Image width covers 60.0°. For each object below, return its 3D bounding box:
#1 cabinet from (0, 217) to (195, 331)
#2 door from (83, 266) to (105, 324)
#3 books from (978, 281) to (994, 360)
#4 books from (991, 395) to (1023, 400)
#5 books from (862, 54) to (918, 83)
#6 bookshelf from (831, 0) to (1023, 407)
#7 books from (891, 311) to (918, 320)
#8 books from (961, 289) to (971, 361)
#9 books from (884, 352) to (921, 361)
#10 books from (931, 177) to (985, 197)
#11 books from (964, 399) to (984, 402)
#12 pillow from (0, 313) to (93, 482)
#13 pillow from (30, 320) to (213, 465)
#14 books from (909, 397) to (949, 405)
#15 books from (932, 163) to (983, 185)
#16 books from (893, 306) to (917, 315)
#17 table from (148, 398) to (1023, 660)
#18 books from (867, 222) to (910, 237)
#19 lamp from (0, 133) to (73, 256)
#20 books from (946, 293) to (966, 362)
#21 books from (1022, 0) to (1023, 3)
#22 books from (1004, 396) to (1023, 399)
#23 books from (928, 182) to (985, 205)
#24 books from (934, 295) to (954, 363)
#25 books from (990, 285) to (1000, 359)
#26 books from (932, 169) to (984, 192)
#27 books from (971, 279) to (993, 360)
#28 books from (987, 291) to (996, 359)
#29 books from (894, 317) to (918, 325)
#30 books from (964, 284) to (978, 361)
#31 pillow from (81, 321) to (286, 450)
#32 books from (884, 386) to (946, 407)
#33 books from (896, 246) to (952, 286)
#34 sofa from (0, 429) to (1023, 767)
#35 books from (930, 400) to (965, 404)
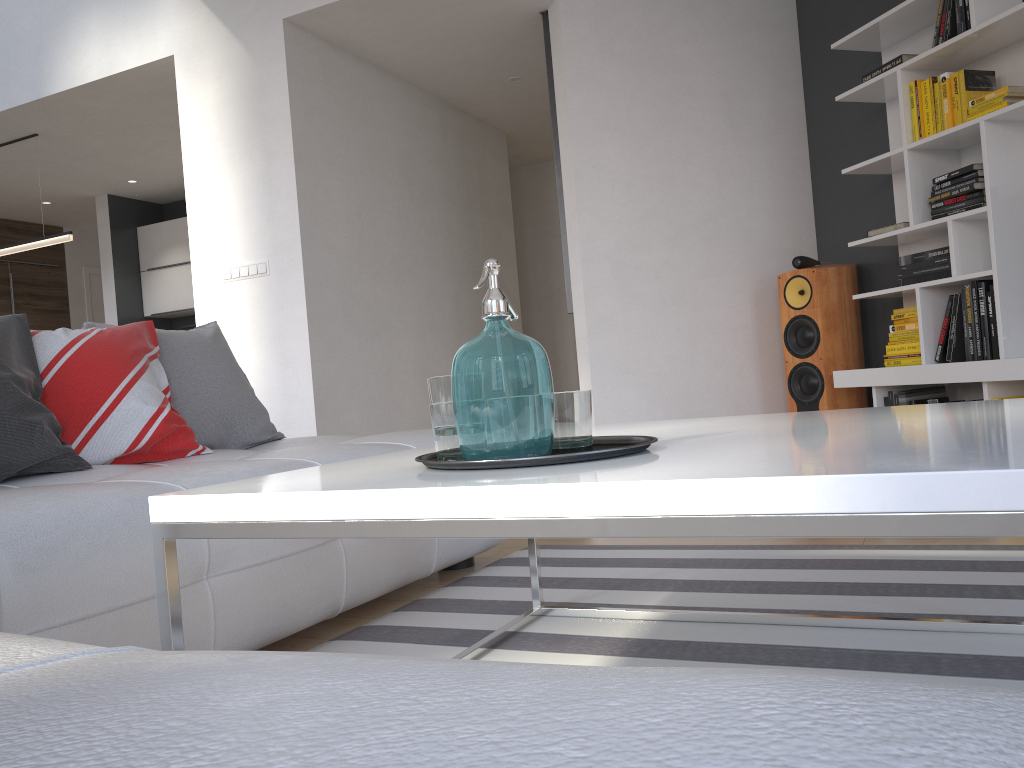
[{"bbox_3d":[-2.769,-0.440,6.634,4.694,2.501,2.402,-5,0,26],"label":"cabinet"},{"bbox_3d":[-4.001,-0.129,9.322,0.085,2.136,0.974,-5,0,26],"label":"door"},{"bbox_3d":[2.013,-0.262,3.620,0.239,0.315,0.034,-5,0,-19],"label":"books"},{"bbox_3d":[1.957,0.184,3.443,0.204,0.270,0.029,-5,0,-19],"label":"books"},{"bbox_3d":[1.756,-1.412,4.003,0.208,0.046,0.268,-5,0,-16],"label":"books"},{"bbox_3d":[2.170,-0.652,2.837,0.455,2.052,3.000,-5,0,-19],"label":"bookshelf"},{"bbox_3d":[1.879,-0.319,4.040,0.171,0.024,0.234,-5,0,-15],"label":"books"},{"bbox_3d":[1.975,-0.250,3.706,0.213,0.301,0.028,-5,0,-19],"label":"books"},{"bbox_3d":[1.878,-0.133,4.048,0.213,0.025,0.269,-5,0,-16],"label":"books"},{"bbox_3d":[1.927,-0.825,3.712,0.189,0.020,0.264,-5,0,-16],"label":"books"},{"bbox_3d":[1.942,0.192,3.661,0.197,0.260,0.066,-5,0,-19],"label":"books"},{"bbox_3d":[-1.626,0.050,1.294,0.608,0.436,2.120,-5,0,22],"label":"pillow"},{"bbox_3d":[-1.489,0.066,1.592,0.575,0.449,2.250,-5,0,23],"label":"pillow"},{"bbox_3d":[1.851,0.197,3.896,0.202,0.268,0.053,-5,0,-19],"label":"books"},{"bbox_3d":[1.917,-0.878,3.704,0.180,0.026,0.246,-5,0,-12],"label":"books"},{"bbox_3d":[1.896,-0.345,4.057,0.171,0.024,0.234,-5,0,-15],"label":"books"},{"bbox_3d":[0.292,0.297,1.353,1.091,0.435,1.091,-5,0,26],"label":"table"},{"bbox_3d":[1.804,-0.705,4.061,0.266,0.030,0.209,-5,0,-26],"label":"books"},{"bbox_3d":[-3.351,-1.275,6.005,0.998,0.756,0.020,-5,0,26],"label":"lamp"},{"bbox_3d":[1.952,-0.245,3.767,0.210,0.289,0.100,-5,0,-20],"label":"books"},{"bbox_3d":[2.056,-1.443,3.197,0.250,0.047,0.310,-5,0,-24],"label":"books"},{"bbox_3d":[1.989,0.181,3.413,0.213,0.271,0.048,-5,0,-19],"label":"books"},{"bbox_3d":[1.926,-0.799,3.710,0.214,0.030,0.284,-5,0,-11],"label":"books"},{"bbox_3d":[1.952,-0.242,3.822,0.232,0.284,0.142,-5,0,-19],"label":"books"},{"bbox_3d":[2.033,-0.256,3.549,0.230,0.297,0.051,-5,0,-19],"label":"books"},{"bbox_3d":[1.945,-0.852,3.714,0.214,0.030,0.284,-5,0,-11],"label":"books"},{"bbox_3d":[2.003,-0.267,3.648,0.237,0.326,0.026,-5,0,-19],"label":"books"},{"bbox_3d":[2.019,-0.243,3.586,0.200,0.272,0.028,-5,0,-19],"label":"books"},{"bbox_3d":[1.882,-0.295,4.049,0.167,0.023,0.238,-5,0,-4],"label":"books"},{"bbox_3d":[1.989,-0.260,3.678,0.237,0.314,0.034,-5,0,-19],"label":"books"},{"bbox_3d":[-1.152,0.007,1.534,0.647,0.453,2.953,-5,0,14],"label":"pillow"},{"bbox_3d":[1.824,0.178,3.983,0.259,0.321,0.128,-5,0,-19],"label":"books"},{"bbox_3d":[1.913,-0.517,3.891,0.277,0.137,0.343,-5,0,-19],"label":"books"},{"bbox_3d":[-0.695,0.242,1.314,2.614,0.732,3.424,-5,0,26],"label":"sofa"},{"bbox_3d":[1.880,0.202,3.793,0.193,0.255,0.066,-5,0,-20],"label":"books"}]
